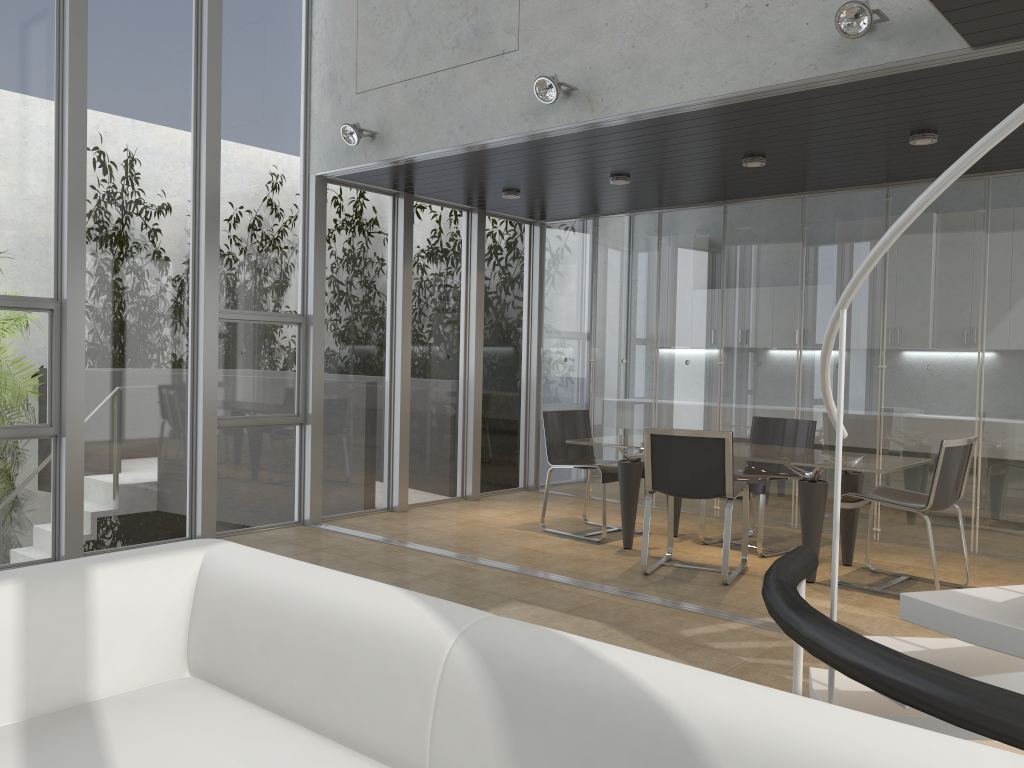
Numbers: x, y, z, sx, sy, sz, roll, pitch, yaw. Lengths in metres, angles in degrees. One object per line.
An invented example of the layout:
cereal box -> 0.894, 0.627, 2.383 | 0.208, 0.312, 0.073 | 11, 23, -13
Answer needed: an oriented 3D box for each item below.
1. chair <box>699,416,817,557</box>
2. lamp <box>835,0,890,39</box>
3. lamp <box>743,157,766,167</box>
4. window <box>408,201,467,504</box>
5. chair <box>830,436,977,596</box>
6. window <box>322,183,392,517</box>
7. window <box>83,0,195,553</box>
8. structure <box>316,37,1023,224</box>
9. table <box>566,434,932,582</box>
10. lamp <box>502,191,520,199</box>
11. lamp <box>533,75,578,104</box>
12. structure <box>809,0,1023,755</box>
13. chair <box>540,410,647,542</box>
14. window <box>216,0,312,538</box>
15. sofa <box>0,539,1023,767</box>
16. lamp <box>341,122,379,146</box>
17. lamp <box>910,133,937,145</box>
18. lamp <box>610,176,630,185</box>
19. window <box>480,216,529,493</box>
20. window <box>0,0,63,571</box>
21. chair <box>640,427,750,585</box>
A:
chair -> 1.791, 0.718, 6.441 | 0.660, 0.922, 0.546 | 0, 2, -40
lamp -> 1.561, -1.620, 3.982 | 0.197, 0.154, 0.254 | 3, 2, 40
lamp -> 1.626, -1.490, 5.956 | 0.149, 0.038, 0.149 | 0, 2, -35
window -> -0.692, -0.269, 7.947 | 0.010, 2.645, 0.741 | 3, 2, 40
chair -> 2.362, 0.761, 5.337 | 0.546, 0.922, 0.660 | 0, 2, -45
window -> -1.284, -0.263, 7.251 | 0.010, 2.645, 0.741 | 3, 2, 40
window -> -2.433, -1.749, 5.816 | 0.010, 5.650, 0.741 | 3, 2, 40
structure -> -1.622, -2.129, 3.642 | 9.817, 6.605, 10.665 | 3, 2, 39
table -> 1.530, 0.810, 6.061 | 2.250, 0.733, 0.900 | 3, 2, 40
lamp -> -0.006, -1.565, 7.341 | 0.149, 0.038, 0.149 | 0, 2, -35
lamp -> 0.242, -1.681, 5.102 | 0.197, 0.154, 0.254 | 3, 2, 40
structure -> 1.167, 0.760, 4.828 | 6.700, 6.900, 4.916 | 3, 2, 40
chair -> 0.627, 0.681, 6.818 | 0.546, 0.922, 0.660 | 0, 2, -45
window -> -1.830, -1.755, 6.503 | 0.050, 5.700, 0.800 | 3, 2, 40
sofa -> -0.319, 0.863, 1.798 | 2.601, 0.638, 0.971 | 3, 2, 40
lamp -> -1.086, -1.741, 6.212 | 0.197, 0.154, 0.228 | 3, 2, 40
lamp -> 2.442, -1.453, 5.263 | 0.149, 0.038, 0.149 | 0, 2, -35
lamp -> 0.810, -1.528, 6.649 | 0.149, 0.038, 0.149 | 0, 2, -35
window -> -0.101, -0.275, 8.644 | 0.010, 2.645, 0.741 | 3, 2, 40
window -> -3.013, -1.743, 5.110 | 0.050, 5.700, 0.800 | 3, 2, 40
chair -> 1.169, 0.727, 5.608 | 0.546, 0.922, 0.660 | 2, 2, 25
